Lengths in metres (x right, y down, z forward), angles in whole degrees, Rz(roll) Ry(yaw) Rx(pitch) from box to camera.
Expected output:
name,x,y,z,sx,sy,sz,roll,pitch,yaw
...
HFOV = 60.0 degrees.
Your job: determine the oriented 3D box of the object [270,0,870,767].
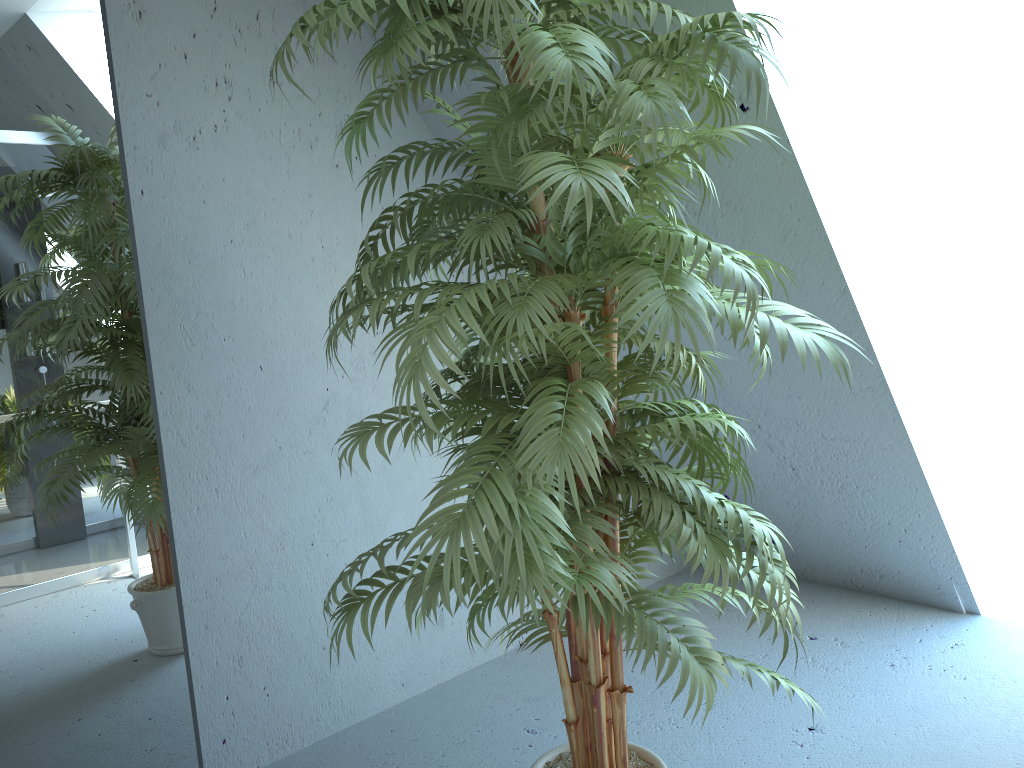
name,x,y,z,sx,sy,sz,roll,pitch,yaw
object,0.118,0.027,1.695,0.980,2.034,1.020,-4,6,6
